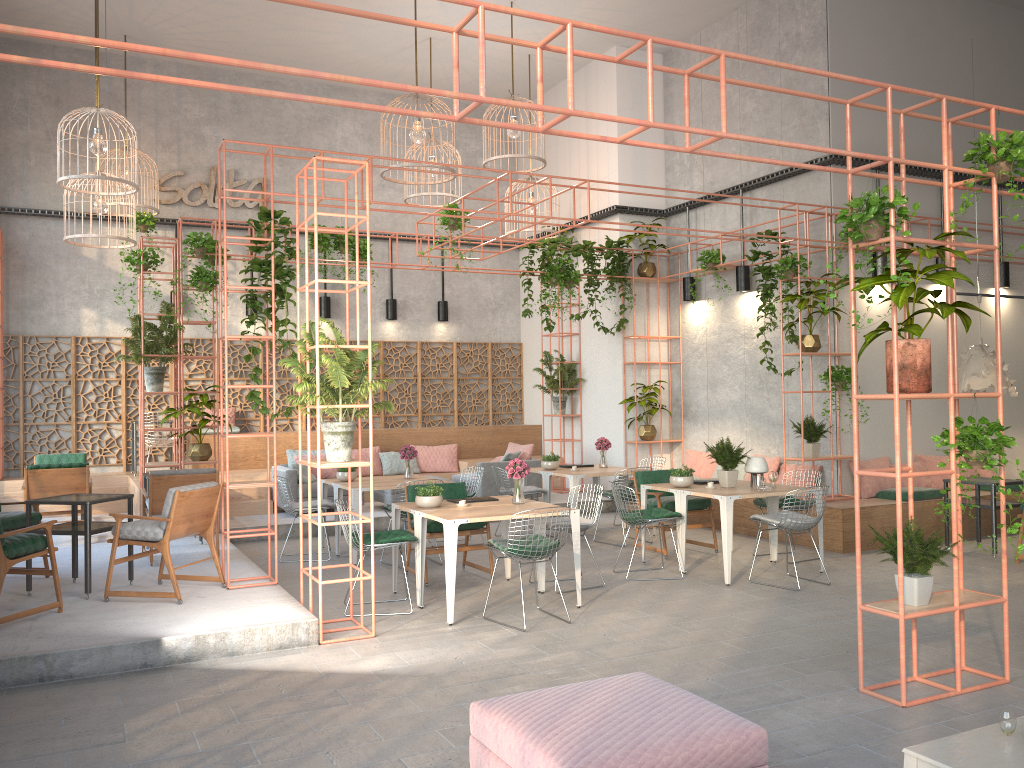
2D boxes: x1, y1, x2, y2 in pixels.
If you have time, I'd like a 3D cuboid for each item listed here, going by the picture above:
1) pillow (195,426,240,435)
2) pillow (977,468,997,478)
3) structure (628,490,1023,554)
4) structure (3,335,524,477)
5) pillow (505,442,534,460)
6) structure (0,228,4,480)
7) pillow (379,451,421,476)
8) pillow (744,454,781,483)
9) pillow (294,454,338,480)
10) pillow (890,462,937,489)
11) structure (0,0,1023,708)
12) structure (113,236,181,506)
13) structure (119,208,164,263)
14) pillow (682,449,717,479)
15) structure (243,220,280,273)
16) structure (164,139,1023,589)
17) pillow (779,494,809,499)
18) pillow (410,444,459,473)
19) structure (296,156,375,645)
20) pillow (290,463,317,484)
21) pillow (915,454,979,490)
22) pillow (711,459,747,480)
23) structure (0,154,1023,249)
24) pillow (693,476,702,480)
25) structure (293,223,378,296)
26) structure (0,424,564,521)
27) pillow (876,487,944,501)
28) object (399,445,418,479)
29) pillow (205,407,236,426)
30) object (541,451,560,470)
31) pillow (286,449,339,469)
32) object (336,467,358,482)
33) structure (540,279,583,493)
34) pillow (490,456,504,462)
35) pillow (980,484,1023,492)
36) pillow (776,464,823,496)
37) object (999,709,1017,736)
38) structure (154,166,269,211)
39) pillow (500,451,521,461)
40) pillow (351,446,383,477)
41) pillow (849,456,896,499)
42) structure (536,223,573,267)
[{"bbox_3d":[-4.644,0.738,13.963,0.637,0.149,0.491,0,-1,-25],"label":"pillow"},{"bbox_3d":[6.294,1.197,11.937,0.666,0.385,0.289,0,-1,-31],"label":"pillow"},{"bbox_3d":[5.329,1.671,13.120,5.831,0.500,4.386,0,-1,-26],"label":"structure"},{"bbox_3d":[-3.534,0.298,15.079,9.782,2.103,0.132,0,-1,-26],"label":"structure"},{"bbox_3d":[0.068,1.169,13.972,0.273,0.476,0.836,0,-1,-26],"label":"pillow"},{"bbox_3d":[-7.512,-0.438,12.634,0.424,3.591,0.624,0,-1,-26],"label":"structure"},{"bbox_3d":[-1.864,1.310,14.702,0.666,0.385,0.289,0,-1,-31],"label":"pillow"},{"bbox_3d":[3.383,1.199,12.060,0.276,0.474,0.839,-1,-1,-6],"label":"pillow"},{"bbox_3d":[-2.889,1.233,13.147,0.666,0.385,0.289,0,-1,-26],"label":"pillow"},{"bbox_3d":[5.144,1.206,11.371,0.666,0.385,0.289,0,-1,-31],"label":"pillow"},{"bbox_3d":[4.823,-0.044,4.786,14.689,4.247,4.157,0,-1,-26],"label":"structure"},{"bbox_3d":[-4.407,0.034,10.692,0.722,3.623,0.748,0,-1,-26],"label":"structure"},{"bbox_3d":[-5.540,-2.227,13.260,0.605,0.972,0.587,0,-1,-28],"label":"structure"},{"bbox_3d":[2.856,1.229,13.228,0.276,0.474,0.839,0,-1,-36],"label":"pillow"},{"bbox_3d":[-3.935,-2.239,14.050,0.605,0.972,0.587,0,-1,-28],"label":"structure"},{"bbox_3d":[2.911,-0.436,12.271,14.096,4.345,4.501,0,-1,-27],"label":"structure"},{"bbox_3d":[3.359,1.372,11.251,0.491,0.149,0.637,0,-1,-25],"label":"pillow"},{"bbox_3d":[-1.328,1.260,14.990,0.839,0.474,0.276,-1,-1,-6],"label":"pillow"},{"bbox_3d":[-1.382,0.116,6.892,0.424,3.602,0.624,0,-1,-26],"label":"structure"},{"bbox_3d":[-2.968,1.277,12.773,0.307,0.324,0.499,-1,-1,9],"label":"pillow"},{"bbox_3d":[5.725,1.155,11.634,0.839,0.474,0.276,-1,-1,-6],"label":"pillow"},{"bbox_3d":[3.122,1.262,12.641,0.289,0.385,0.666,0,-1,-31],"label":"pillow"},{"bbox_3d":[2.201,-2.782,9.430,15.203,0.110,15.603,0,-1,-26],"label":"structure"},{"bbox_3d":[2.447,1.420,13.104,0.491,0.149,0.637,0,-1,-25],"label":"pillow"},{"bbox_3d":[-2.882,-2.089,14.511,1.434,1.290,0.670,0,-1,-26],"label":"structure"},{"bbox_3d":[-3.048,1.310,13.431,9.152,1.111,3.396,0,-1,-26],"label":"structure"},{"bbox_3d":[4.843,1.339,10.772,0.637,0.149,0.491,0,-1,-25],"label":"pillow"},{"bbox_3d":[-1.242,0.933,10.638,0.225,0.414,0.213,0,-1,-34],"label":"object"},{"bbox_3d":[-4.693,0.538,14.255,0.499,0.324,0.307,-1,-1,-11],"label":"pillow"},{"bbox_3d":[0.505,1.007,11.679,0.254,0.247,0.248,0,-1,-26],"label":"object"},{"bbox_3d":[-2.944,1.204,13.289,0.839,0.474,0.276,0,-1,-26],"label":"pillow"},{"bbox_3d":[-1.948,1.025,10.472,0.252,0.247,0.247,0,-1,-26],"label":"object"},{"bbox_3d":[0.843,0.025,15.125,0.424,3.596,0.624,0,-1,-26],"label":"structure"},{"bbox_3d":[-0.223,1.239,13.959,0.441,0.317,0.479,0,-1,-45],"label":"pillow"},{"bbox_3d":[6.396,1.327,11.537,0.637,0.149,0.491,0,-1,-25],"label":"pillow"},{"bbox_3d":[3.687,1.232,11.491,0.289,0.385,0.666,0,-1,-31],"label":"pillow"},{"bbox_3d":[1.960,1.326,3.348,0.156,0.145,0.199,-1,-1,-12],"label":"object"},{"bbox_3d":[-4.900,-3.216,14.488,1.807,0.695,0.087,0,-1,-26],"label":"structure"},{"bbox_3d":[-0.074,1.210,13.531,0.308,0.349,0.495,-1,-1,23],"label":"pillow"},{"bbox_3d":[-2.477,1.268,14.425,0.839,0.474,0.276,0,-1,-36],"label":"pillow"},{"bbox_3d":[4.557,1.165,11.107,0.839,0.474,0.276,0,-1,-36],"label":"pillow"},{"bbox_3d":[0.708,-2.319,15.042,0.903,0.803,0.934,-2,-1,35],"label":"structure"}]
